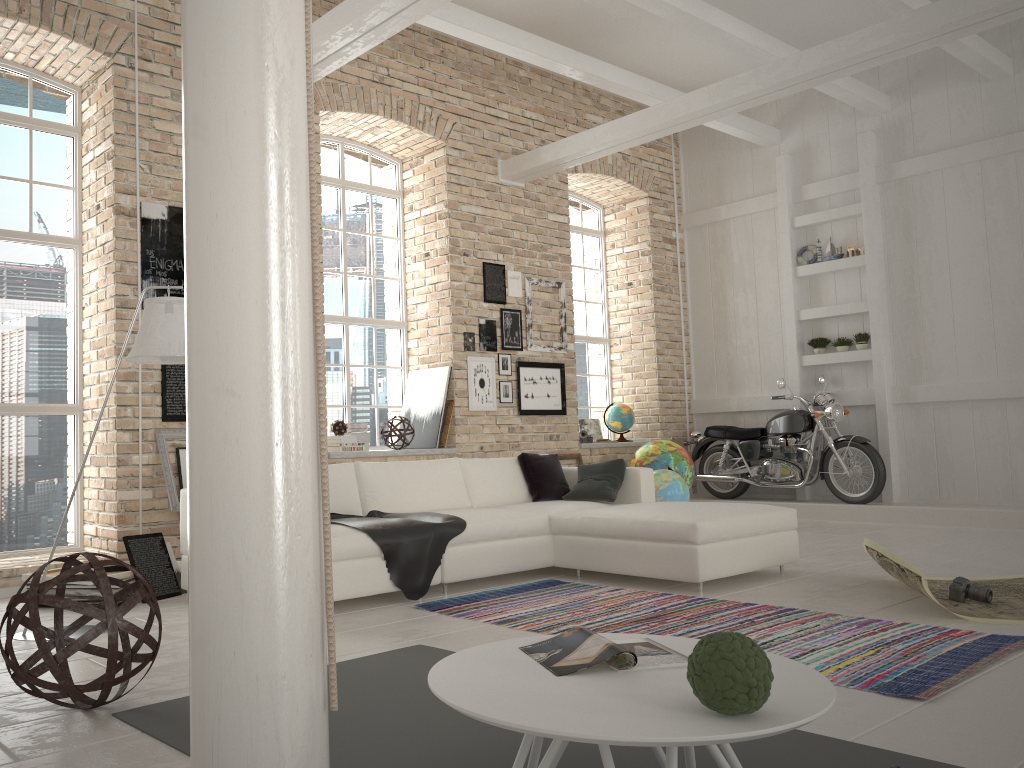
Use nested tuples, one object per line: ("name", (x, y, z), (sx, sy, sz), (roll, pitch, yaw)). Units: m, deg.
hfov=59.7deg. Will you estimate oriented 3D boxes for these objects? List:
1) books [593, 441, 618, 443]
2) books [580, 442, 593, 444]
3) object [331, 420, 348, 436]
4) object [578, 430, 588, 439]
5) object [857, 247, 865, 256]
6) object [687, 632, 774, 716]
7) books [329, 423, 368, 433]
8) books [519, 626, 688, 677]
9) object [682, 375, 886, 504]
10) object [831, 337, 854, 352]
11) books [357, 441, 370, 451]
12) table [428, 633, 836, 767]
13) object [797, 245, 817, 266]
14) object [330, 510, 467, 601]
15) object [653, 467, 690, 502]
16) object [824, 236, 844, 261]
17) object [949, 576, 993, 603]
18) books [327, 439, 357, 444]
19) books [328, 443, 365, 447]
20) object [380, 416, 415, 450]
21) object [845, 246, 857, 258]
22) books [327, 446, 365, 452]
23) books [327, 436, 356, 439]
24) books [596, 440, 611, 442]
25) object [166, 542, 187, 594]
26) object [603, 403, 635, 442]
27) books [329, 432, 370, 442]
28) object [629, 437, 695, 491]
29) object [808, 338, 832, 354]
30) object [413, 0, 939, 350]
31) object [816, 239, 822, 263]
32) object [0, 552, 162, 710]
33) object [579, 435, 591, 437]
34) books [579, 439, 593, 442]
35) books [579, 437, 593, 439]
("books", (1.009, 0.632, 9.669), (0.212, 0.022, 0.188), (2, -5, -42))
("books", (0.724, 0.641, 9.689), (0.238, 0.025, 0.216), (2, -5, -42))
("object", (-1.482, 0.378, 7.652), (0.138, 0.137, 0.148), (-1, -4, -16))
("object", (0.741, 0.552, 9.732), (0.094, 0.090, 0.479), (-2, -4, -4))
("object", (3.593, -1.352, 9.142), (0.108, 0.088, 0.106), (-2, -4, -1))
("object", (0.438, 0.582, 1.792), (0.173, 0.164, 0.152), (-4, -4, 24))
("books", (-1.462, 0.392, 8.004), (0.242, 0.085, 0.287), (-4, -4, 27))
("books", (0.239, 0.672, 2.277), (0.364, 0.048, 0.313), (-1, -4, -12))
("object", (2.814, 0.585, 9.438), (2.317, 1.329, 0.760), (-5, -5, 42))
("object", (3.436, -0.409, 9.261), (0.239, 0.158, 0.216), (-5, -5, 39))
("books", (-1.453, 0.560, 8.002), (0.223, 0.088, 0.338), (1, -5, -38))
("table", (0.263, 0.855, 2.090), (0.861, 0.342, 0.960), (0, -4, -28))
("object", (3.189, -1.384, 9.600), (0.250, 0.229, 0.066), (-5, -5, 38))
("object", (-0.804, 1.019, 5.369), (0.835, 0.464, 0.828), (2, -5, -44))
("object", (1.375, 1.069, 8.059), (0.447, 0.631, 0.448), (-2, -4, -2))
("object", (3.368, -1.422, 9.333), (0.060, 0.261, 0.247), (0, -4, -30))
("object", (2.363, 1.060, 4.589), (0.139, 0.124, 0.180), (2, -5, -43))
("books", (-1.461, 0.488, 7.587), (0.206, 0.041, 0.190), (-4, -4, 33))
("books", (-1.429, 0.518, 7.595), (0.233, 0.024, 0.253), (-5, -5, 44))
("object", (-1.025, 0.437, 7.981), (0.327, 0.308, 0.285), (-5, -5, 38))
("object", (3.510, -1.360, 9.233), (0.101, 0.120, 0.113), (0, -4, -25))
("books", (-1.429, 0.554, 7.590), (0.233, 0.048, 0.258), (-5, -5, 44))
("books", (-1.458, 0.454, 7.593), (0.187, 0.030, 0.172), (-4, -5, 36))
("books", (0.997, 0.616, 9.670), (0.142, 0.014, 0.099), (-4, -4, 29))
("object", (-2.179, 1.169, 5.567), (0.164, 0.331, 0.255), (-4, -4, 25))
("object", (1.245, 0.444, 10.239), (0.308, 0.465, 0.351), (1, -5, -37))
("books", (-1.457, 0.477, 8.009), (0.339, 0.088, 0.222), (-5, -5, 42))
("object", (1.556, 1.016, 9.247), (0.689, 0.924, 0.621), (-4, -4, 23))
("object", (3.252, -0.404, 9.428), (0.240, 0.180, 0.242), (-3, -4, 18))
("object", (2.222, -1.307, 3.783), (9.461, 4.801, 12.656), (2, -5, -43))
("object", (3.268, -1.413, 9.483), (0.068, 0.267, 0.067), (-2, -4, 1))
("object", (-1.525, 0.875, 3.177), (0.573, 0.543, 0.510), (-4, -4, 23))
("object", (0.730, 0.568, 9.694), (0.199, 0.021, 0.169), (2, -5, -43))
("books", (0.720, 0.616, 9.694), (0.237, 0.030, 0.217), (2, -5, -43))
("books", (0.725, 0.591, 9.703), (0.217, 0.026, 0.240), (-5, -5, 43))
